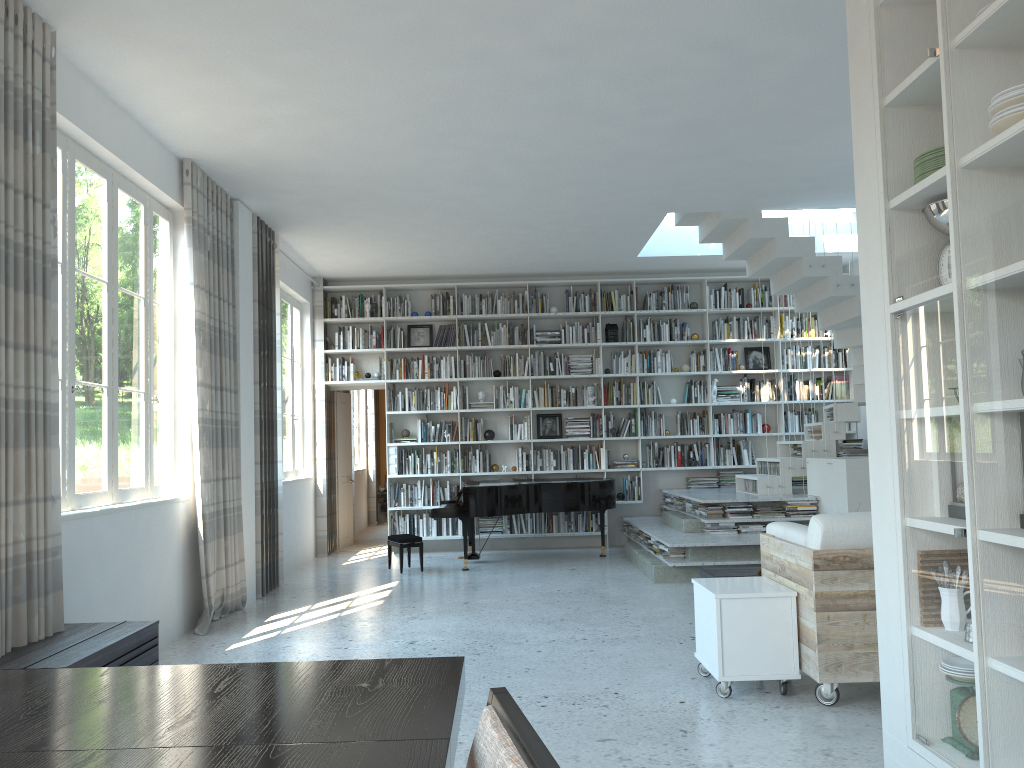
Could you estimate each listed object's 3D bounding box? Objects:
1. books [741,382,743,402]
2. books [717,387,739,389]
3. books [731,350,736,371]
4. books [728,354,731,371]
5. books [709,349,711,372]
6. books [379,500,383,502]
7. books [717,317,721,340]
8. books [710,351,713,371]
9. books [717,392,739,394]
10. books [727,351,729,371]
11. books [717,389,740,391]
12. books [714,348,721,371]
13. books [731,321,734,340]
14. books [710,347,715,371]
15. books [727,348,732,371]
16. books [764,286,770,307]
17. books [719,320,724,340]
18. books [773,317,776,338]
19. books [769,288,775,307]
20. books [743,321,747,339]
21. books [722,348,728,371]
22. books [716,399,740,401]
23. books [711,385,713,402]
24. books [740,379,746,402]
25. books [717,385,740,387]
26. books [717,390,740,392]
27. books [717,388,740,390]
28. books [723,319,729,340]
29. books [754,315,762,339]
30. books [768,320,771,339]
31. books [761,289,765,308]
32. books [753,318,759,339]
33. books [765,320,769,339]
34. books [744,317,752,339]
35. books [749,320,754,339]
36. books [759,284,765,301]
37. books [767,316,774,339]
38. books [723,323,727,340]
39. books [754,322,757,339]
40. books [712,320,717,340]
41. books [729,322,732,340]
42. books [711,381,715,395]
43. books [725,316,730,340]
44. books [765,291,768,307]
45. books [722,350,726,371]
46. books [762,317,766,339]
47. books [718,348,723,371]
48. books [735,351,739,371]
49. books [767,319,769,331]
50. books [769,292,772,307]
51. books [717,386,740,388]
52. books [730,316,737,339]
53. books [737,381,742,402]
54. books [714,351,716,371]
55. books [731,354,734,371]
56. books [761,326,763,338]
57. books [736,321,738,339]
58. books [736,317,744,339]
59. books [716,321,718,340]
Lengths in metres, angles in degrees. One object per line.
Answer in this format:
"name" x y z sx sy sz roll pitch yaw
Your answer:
"books" 2.717 0.104 10.544 0.023 0.247 0.138 -2 -4 -1
"books" 2.546 0.056 10.532 0.254 0.012 0.161 -2 -4 1
"books" 2.631 -0.266 10.545 0.021 0.253 0.167 -2 -4 -1
"books" 2.567 -0.242 10.528 0.013 0.207 0.190 -2 -4 -1
"books" 2.332 -0.272 10.557 0.031 0.284 0.137 -2 -4 -1
"books" -2.213 1.925 14.582 0.129 0.030 0.182 -3 -4 21
"books" 2.458 -0.642 10.568 0.051 0.282 0.167 -2 -4 -1
"books" 2.363 -0.257 10.564 0.030 0.253 0.128 -2 -4 -1
"books" 2.548 0.115 10.522 0.254 0.012 0.161 -2 -4 4
"books" 2.550 -0.270 10.556 0.020 0.267 0.152 -2 -4 -1
"books" 2.547 0.079 10.524 0.285 0.012 0.159 -1 -4 -6
"books" 2.436 -0.278 10.549 0.065 0.288 0.146 -2 -4 -1
"books" 2.614 -0.622 10.581 0.024 0.236 0.146 -2 -4 -1
"books" 2.385 -0.282 10.552 0.015 0.300 0.140 -2 -4 -1
"books" 2.580 -0.281 10.542 0.014 0.284 0.175 -2 -4 -1
"books" 3.044 -1.021 10.607 0.025 0.279 0.136 -2 -4 -1
"books" 2.497 -0.626 10.576 0.026 0.250 0.130 -2 -4 -1
"books" 3.108 -0.651 10.571 0.031 0.265 0.169 -2 -4 -1
"books" 3.101 -1.016 10.591 0.026 0.263 0.163 -2 -4 -1
"books" 2.758 -0.625 10.548 0.030 0.230 0.187 -2 -4 -1
"books" 2.534 -0.281 10.543 0.012 0.287 0.176 -2 -4 -1
"books" 2.546 0.188 10.517 0.285 0.012 0.159 -2 -4 4
"books" 2.353 0.124 10.502 0.027 0.221 0.184 -2 -4 -1
"books" 2.743 0.084 10.538 0.012 0.285 0.159 -2 -4 -1
"books" 2.545 0.032 10.534 0.285 0.012 0.159 -2 -4 1
"books" 2.547 0.092 10.530 0.285 0.012 0.159 -2 -4 1
"books" 2.546 0.068 10.532 0.285 0.012 0.159 -2 -4 1
"books" 2.548 -0.634 10.558 0.026 0.261 0.167 -2 -4 -1
"books" 2.928 -0.661 10.557 0.022 0.294 0.181 -2 -4 -1
"books" 3.056 -0.633 10.576 0.022 0.234 0.158 -2 -4 -1
"books" 2.975 -0.999 10.581 0.018 0.235 0.186 -2 -4 -1
"books" 2.906 -0.644 10.570 0.023 0.263 0.156 -2 -4 -1
"books" 3.016 -0.636 10.566 0.030 0.241 0.162 -2 -4 -1
"books" 2.813 -0.651 10.577 0.048 0.283 0.162 -2 -4 -1
"books" 2.844 -0.632 10.552 0.014 0.239 0.189 -2 -4 -1
"books" 2.993 -1.030 10.603 0.020 0.299 0.131 -2 -3 -1
"books" 3.079 -0.659 10.574 0.026 0.283 0.147 -2 -4 -1
"books" 2.523 -0.607 10.552 0.025 0.207 0.175 -2 -4 -1
"books" 2.880 -0.621 10.559 0.031 0.217 0.165 -2 -4 -1
"books" 2.413 -0.626 10.569 0.012 0.254 0.161 -2 -4 -1
"books" 2.587 -0.616 10.566 0.030 0.224 0.158 -2 -4 -1
"books" 2.380 0.102 10.534 0.028 0.267 0.138 -2 -4 -1
"books" 2.566 -0.652 10.568 0.011 0.296 0.162 -2 -4 -1
"books" 3.018 -0.987 10.586 0.029 0.210 0.169 -2 -4 -1
"books" 2.506 -0.269 10.566 0.043 0.268 0.131 -2 -4 -1
"books" 2.983 -0.652 10.559 0.036 0.272 0.177 -2 -4 -1
"books" 2.478 -0.277 10.556 0.012 0.285 0.159 -2 -4 -1
"books" 2.655 -0.263 10.535 0.026 0.243 0.178 -2 -4 -1
"books" 3.038 -0.638 10.584 0.014 0.246 0.142 -2 -4 -1
"books" 3.073 -0.988 10.611 0.031 0.211 0.131 -2 -4 -1
"books" 2.546 0.044 10.533 0.285 0.012 0.159 -1 -4 -3
"books" 2.638 -0.650 10.562 0.026 0.288 0.156 -2 -4 -1
"books" 2.700 0.100 10.526 0.012 0.254 0.161 -2 -4 -1
"books" 2.399 -0.257 10.542 0.011 0.247 0.156 -2 -4 -1
"books" 2.604 -0.245 10.544 0.033 0.213 0.153 -2 -4 -1
"books" 2.959 -0.639 10.567 0.011 0.248 0.152 -2 -4 -1
"books" 2.664 -0.625 10.570 0.025 0.238 0.143 -2 -4 -1
"books" 2.693 -0.643 10.520 0.032 0.265 0.245 -2 -4 -1
"books" 2.426 -0.618 10.566 0.013 0.236 0.142 -2 -4 -1
